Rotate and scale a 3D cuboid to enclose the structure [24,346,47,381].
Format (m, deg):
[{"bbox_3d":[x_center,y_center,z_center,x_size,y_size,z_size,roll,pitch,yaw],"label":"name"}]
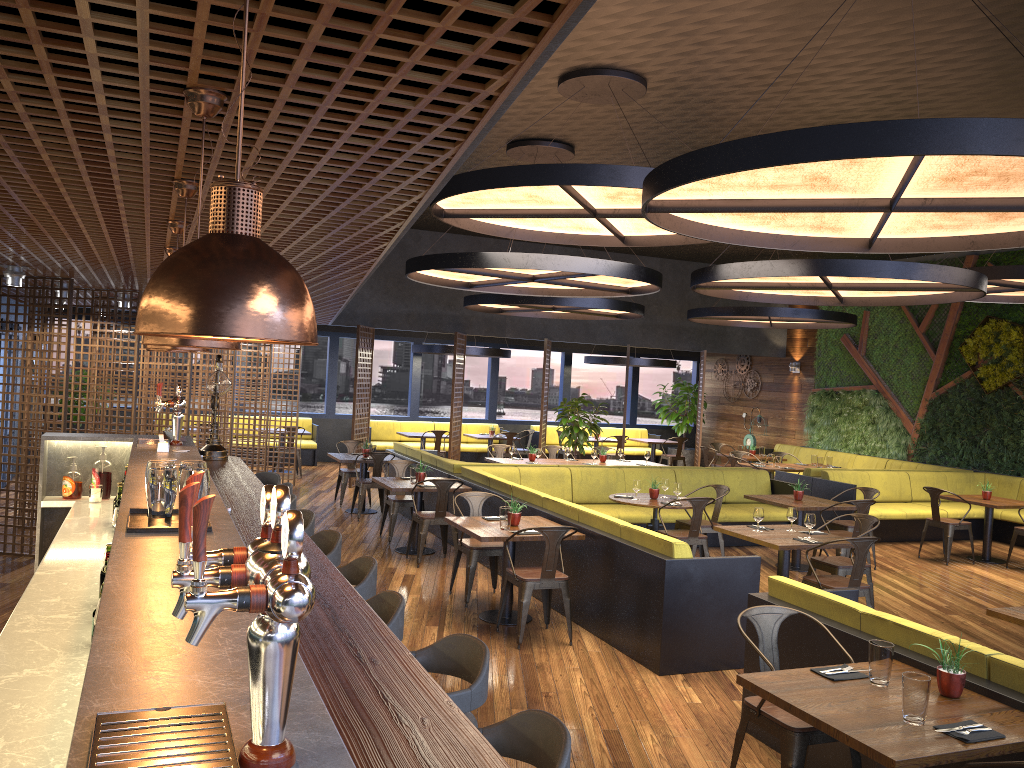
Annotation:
[{"bbox_3d":[-7.885,-0.339,14.724,0.293,0.563,1.220,3,1,-22],"label":"structure"}]

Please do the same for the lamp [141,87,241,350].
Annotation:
[{"bbox_3d":[-0.833,-0.434,2.356,0.250,0.673,0.250,3,1,10],"label":"lamp"}]

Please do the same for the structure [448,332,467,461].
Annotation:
[{"bbox_3d":[-0.979,0.449,15.725,0.050,2.700,0.852,3,1,8],"label":"structure"}]

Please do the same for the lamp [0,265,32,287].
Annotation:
[{"bbox_3d":[-4.316,-0.937,7.696,0.228,0.172,0.228,3,1,-22],"label":"lamp"}]

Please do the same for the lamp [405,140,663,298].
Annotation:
[{"bbox_3d":[0.271,-1.820,9.679,2.778,1.475,2.778,3,1,-18],"label":"lamp"}]

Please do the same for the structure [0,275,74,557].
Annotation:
[{"bbox_3d":[-4.955,0.299,8.632,1.319,2.700,0.050,3,1,8],"label":"structure"}]

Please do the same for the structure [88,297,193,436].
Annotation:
[{"bbox_3d":[-4.629,0.294,11.017,1.319,2.700,0.050,3,1,8],"label":"structure"}]

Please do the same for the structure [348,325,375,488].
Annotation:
[{"bbox_3d":[-2.550,0.369,15.081,0.050,2.700,0.852,3,1,8],"label":"structure"}]

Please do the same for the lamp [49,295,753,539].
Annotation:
[{"bbox_3d":[-1.320,0.461,11.854,9.057,2.714,3.017,3,1,-22],"label":"lamp"}]

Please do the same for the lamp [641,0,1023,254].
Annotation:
[{"bbox_3d":[2.167,-1.670,4.968,2.778,1.475,2.778,3,1,32],"label":"lamp"}]

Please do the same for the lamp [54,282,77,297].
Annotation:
[{"bbox_3d":[-4.687,-0.972,9.266,0.228,0.172,0.228,3,1,-22],"label":"lamp"}]

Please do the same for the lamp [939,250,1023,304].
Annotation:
[{"bbox_3d":[6.304,-1.676,10.667,2.778,1.159,2.778,3,1,-32],"label":"lamp"}]

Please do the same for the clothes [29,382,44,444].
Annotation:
[{"bbox_3d":[-7.907,0.681,14.727,0.401,1.494,0.423,3,1,-26],"label":"clothes"}]

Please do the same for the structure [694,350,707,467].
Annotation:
[{"bbox_3d":[3.736,0.689,17.654,0.050,2.700,0.852,3,1,8],"label":"structure"}]

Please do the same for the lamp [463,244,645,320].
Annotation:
[{"bbox_3d":[0.679,-1.836,13.671,2.778,1.475,2.778,3,1,-22],"label":"lamp"}]

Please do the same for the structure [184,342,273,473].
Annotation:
[{"bbox_3d":[-4.303,0.289,13.402,1.319,2.700,0.050,3,1,8],"label":"structure"}]

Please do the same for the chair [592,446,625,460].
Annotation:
[{"bbox_3d":[1.544,1.492,14.320,0.504,0.917,0.541,3,1,-22],"label":"chair"}]

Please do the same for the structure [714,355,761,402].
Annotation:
[{"bbox_3d":[5.143,-0.163,20.391,0.058,1.178,1.791,3,1,-22],"label":"structure"}]

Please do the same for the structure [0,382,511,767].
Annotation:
[{"bbox_3d":[-2.085,0.505,3.613,2.700,2.700,9.298,3,1,-22],"label":"structure"}]

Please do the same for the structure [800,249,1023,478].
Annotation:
[{"bbox_3d":[7.750,-0.003,13.873,0.918,4.593,9.182,3,1,-23],"label":"structure"}]

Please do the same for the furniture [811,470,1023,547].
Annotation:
[{"bbox_3d":[6.639,1.805,11.088,3.372,0.914,4.503,3,1,-22],"label":"furniture"}]

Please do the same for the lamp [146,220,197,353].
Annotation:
[{"bbox_3d":[-1.757,-0.506,4.625,0.250,0.673,0.250,3,1,10],"label":"lamp"}]

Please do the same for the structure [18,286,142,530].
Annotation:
[{"bbox_3d":[-4.792,0.297,9.824,1.319,2.700,0.050,3,1,8],"label":"structure"}]

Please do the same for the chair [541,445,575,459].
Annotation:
[{"bbox_3d":[0.711,1.449,13.980,0.504,0.917,0.541,3,1,-22],"label":"chair"}]

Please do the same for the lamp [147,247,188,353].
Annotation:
[{"bbox_3d":[-2.213,-0.542,5.744,0.250,0.673,0.250,3,1,10],"label":"lamp"}]

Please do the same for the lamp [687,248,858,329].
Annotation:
[{"bbox_3d":[4.433,-1.720,15.119,2.778,1.362,2.778,3,1,32],"label":"lamp"}]

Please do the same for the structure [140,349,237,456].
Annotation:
[{"bbox_3d":[-4.466,0.292,12.209,1.319,2.700,0.050,3,1,8],"label":"structure"}]

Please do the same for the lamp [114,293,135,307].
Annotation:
[{"bbox_3d":[-4.569,-0.977,10.446,0.228,0.172,0.228,3,1,-22],"label":"lamp"}]

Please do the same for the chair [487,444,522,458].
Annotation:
[{"bbox_3d":[-0.127,1.407,13.637,0.504,0.917,0.541,3,1,-22],"label":"chair"}]

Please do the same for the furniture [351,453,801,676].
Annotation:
[{"bbox_3d":[1.541,1.532,10.453,4.895,0.914,7.462,3,1,-27],"label":"furniture"}]

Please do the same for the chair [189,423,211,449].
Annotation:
[{"bbox_3d":[-5.262,1.111,15.102,0.504,0.917,0.541,3,1,-22],"label":"chair"}]

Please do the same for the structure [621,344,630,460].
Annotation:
[{"bbox_3d":[2.165,0.609,17.011,0.050,2.700,0.852,3,1,8],"label":"structure"}]

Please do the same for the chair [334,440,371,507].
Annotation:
[{"bbox_3d":[-2.305,1.294,12.896,0.504,0.917,0.541,3,1,-22],"label":"chair"}]

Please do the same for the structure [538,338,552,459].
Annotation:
[{"bbox_3d":[0.593,0.529,16.368,0.050,2.700,0.852,3,1,8],"label":"structure"}]

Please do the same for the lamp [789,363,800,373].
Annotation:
[{"bbox_3d":[5.865,-0.345,18.500,0.189,0.215,0.215,3,1,-22],"label":"lamp"}]

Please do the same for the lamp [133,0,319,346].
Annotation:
[{"bbox_3d":[-0.382,-0.398,1.251,0.250,0.673,0.250,3,1,-35],"label":"lamp"}]

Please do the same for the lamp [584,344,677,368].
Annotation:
[{"bbox_3d":[2.604,-1.480,19.137,1.979,2.172,1.979,3,1,-37],"label":"lamp"}]

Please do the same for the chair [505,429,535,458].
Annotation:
[{"bbox_3d":[0.165,1.380,18.064,0.541,0.917,0.504,3,1,-22],"label":"chair"}]

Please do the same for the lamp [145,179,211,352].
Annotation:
[{"bbox_3d":[-1.322,-0.472,3.557,0.250,0.673,0.250,3,1,10],"label":"lamp"}]

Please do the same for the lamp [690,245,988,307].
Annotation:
[{"bbox_3d":[3.251,-1.649,8.929,2.778,1.475,2.778,3,1,27],"label":"lamp"}]

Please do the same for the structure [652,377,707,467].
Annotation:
[{"bbox_3d":[4.027,0.932,20.882,1.493,2.184,1.272,3,1,-22],"label":"structure"}]

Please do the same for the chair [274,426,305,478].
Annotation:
[{"bbox_3d":[-3.940,1.178,15.643,0.504,0.917,0.541,3,1,-22],"label":"chair"}]

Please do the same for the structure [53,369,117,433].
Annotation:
[{"bbox_3d":[-7.836,0.540,16.124,0.993,1.763,1.166,4,1,38],"label":"structure"}]

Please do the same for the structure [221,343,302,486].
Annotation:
[{"bbox_3d":[-4.139,0.287,14.595,1.319,2.700,0.050,3,1,8],"label":"structure"}]

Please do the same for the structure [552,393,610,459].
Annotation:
[{"bbox_3d":[1.141,1.034,15.904,0.993,1.763,1.166,4,1,38],"label":"structure"}]

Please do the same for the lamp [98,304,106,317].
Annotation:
[{"bbox_3d":[-6.000,-1.080,13.025,0.228,0.172,0.228,3,1,-22],"label":"lamp"}]

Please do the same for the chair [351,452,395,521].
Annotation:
[{"bbox_3d":[-1.842,1.331,11.760,0.504,0.917,0.541,3,1,-22],"label":"chair"}]

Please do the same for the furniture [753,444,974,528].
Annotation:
[{"bbox_3d":[4.893,1.668,15.381,3.378,0.916,4.755,3,1,-22],"label":"furniture"}]

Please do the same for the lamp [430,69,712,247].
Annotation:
[{"bbox_3d":[0.730,-1.951,7.483,2.778,1.159,2.778,3,1,28],"label":"lamp"}]

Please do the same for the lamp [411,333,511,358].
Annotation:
[{"bbox_3d":[-0.953,-1.659,17.682,1.979,2.172,1.979,3,1,23],"label":"lamp"}]

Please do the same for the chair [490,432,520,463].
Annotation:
[{"bbox_3d":[-0.138,1.372,17.198,0.504,0.917,0.541,3,1,-22],"label":"chair"}]

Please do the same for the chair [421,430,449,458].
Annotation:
[{"bbox_3d":[-1.460,1.304,16.657,0.504,0.917,0.541,3,1,-22],"label":"chair"}]
